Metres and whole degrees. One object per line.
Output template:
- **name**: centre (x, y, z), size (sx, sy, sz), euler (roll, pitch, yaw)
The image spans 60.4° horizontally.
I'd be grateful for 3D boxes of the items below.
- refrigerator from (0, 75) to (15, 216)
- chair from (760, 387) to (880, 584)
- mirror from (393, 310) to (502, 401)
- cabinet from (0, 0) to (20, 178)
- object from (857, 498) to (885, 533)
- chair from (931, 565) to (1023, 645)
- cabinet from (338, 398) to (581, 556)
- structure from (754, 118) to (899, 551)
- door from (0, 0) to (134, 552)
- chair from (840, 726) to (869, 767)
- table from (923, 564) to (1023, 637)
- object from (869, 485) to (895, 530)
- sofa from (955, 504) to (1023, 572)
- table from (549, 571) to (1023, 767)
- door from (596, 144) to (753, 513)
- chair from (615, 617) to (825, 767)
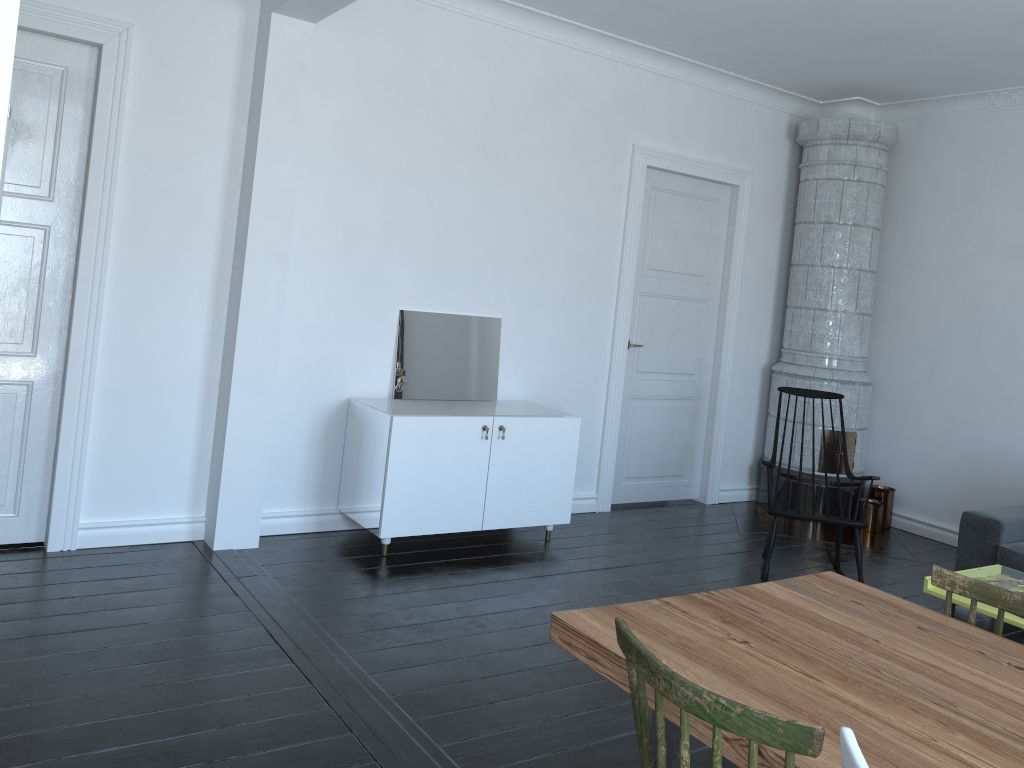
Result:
- **refrigerator**: centre (-1.614, 0.147, 2.029), size (0.677, 1.801, 0.580), euler (6, 0, -34)
- **chair**: centre (1.696, 0.571, 4.986), size (0.613, 1.004, 0.906), euler (6, 3, 11)
- **mirror**: centre (-0.367, -0.160, 5.176), size (0.692, 0.502, 0.054), euler (3, 1, -34)
- **cabinet**: centre (-0.862, 0.093, 0.667), size (0.776, 2.366, 3.825), euler (6, 4, -31)
- **object**: centre (2.523, 0.927, 6.203), size (0.171, 0.199, 0.175), euler (4, 3, -44)
- **chair**: centre (1.057, 0.921, 2.038), size (0.483, 0.827, 0.471), euler (5, 2, -36)
- **cabinet**: centre (-0.275, 0.501, 4.937), size (1.195, 0.735, 0.595), euler (3, 4, -34)
- **structure**: centre (2.321, -0.466, 6.366), size (0.780, 2.890, 1.268), euler (6, 1, 11)
- **door**: centre (-2.364, -0.477, 3.876), size (1.036, 2.475, 0.116), euler (6, 0, -34)
- **chair**: centre (0.701, 0.968, 1.207), size (0.507, 0.842, 0.469), euler (5, 2, -34)
- **table**: centre (2.365, 1.131, 3.322), size (0.598, 0.398, 1.414), euler (3, 6, -34)
- **object**: centre (2.652, 0.885, 6.337), size (0.175, 0.281, 0.174), euler (5, 2, -34)
- **sofa**: centre (3.516, 1.001, 4.125), size (1.079, 0.721, 2.396), euler (3, 6, -34)
- **table**: centre (1.086, 1.055, 1.353), size (1.013, 0.715, 2.248), euler (3, 6, -34)
- **door**: centre (1.144, -0.368, 6.246), size (1.163, 2.475, 0.116), euler (6, 0, -34)
- **chair**: centre (0.442, 0.902, 1.624), size (0.483, 0.827, 0.471), euler (5, 2, -36)
